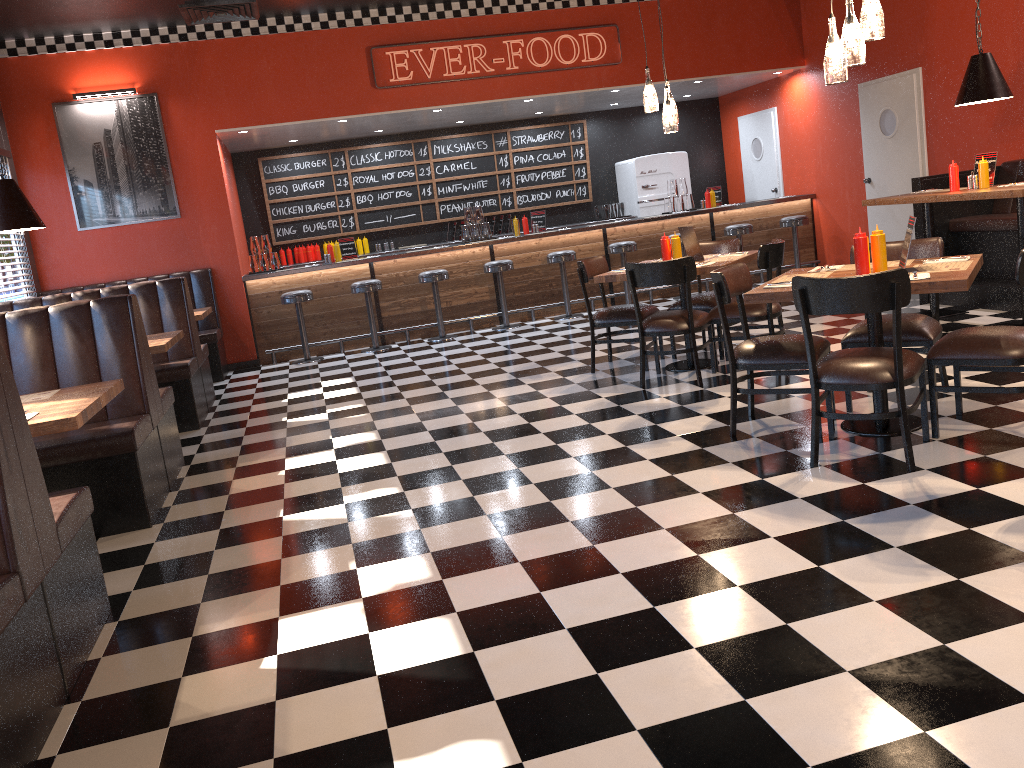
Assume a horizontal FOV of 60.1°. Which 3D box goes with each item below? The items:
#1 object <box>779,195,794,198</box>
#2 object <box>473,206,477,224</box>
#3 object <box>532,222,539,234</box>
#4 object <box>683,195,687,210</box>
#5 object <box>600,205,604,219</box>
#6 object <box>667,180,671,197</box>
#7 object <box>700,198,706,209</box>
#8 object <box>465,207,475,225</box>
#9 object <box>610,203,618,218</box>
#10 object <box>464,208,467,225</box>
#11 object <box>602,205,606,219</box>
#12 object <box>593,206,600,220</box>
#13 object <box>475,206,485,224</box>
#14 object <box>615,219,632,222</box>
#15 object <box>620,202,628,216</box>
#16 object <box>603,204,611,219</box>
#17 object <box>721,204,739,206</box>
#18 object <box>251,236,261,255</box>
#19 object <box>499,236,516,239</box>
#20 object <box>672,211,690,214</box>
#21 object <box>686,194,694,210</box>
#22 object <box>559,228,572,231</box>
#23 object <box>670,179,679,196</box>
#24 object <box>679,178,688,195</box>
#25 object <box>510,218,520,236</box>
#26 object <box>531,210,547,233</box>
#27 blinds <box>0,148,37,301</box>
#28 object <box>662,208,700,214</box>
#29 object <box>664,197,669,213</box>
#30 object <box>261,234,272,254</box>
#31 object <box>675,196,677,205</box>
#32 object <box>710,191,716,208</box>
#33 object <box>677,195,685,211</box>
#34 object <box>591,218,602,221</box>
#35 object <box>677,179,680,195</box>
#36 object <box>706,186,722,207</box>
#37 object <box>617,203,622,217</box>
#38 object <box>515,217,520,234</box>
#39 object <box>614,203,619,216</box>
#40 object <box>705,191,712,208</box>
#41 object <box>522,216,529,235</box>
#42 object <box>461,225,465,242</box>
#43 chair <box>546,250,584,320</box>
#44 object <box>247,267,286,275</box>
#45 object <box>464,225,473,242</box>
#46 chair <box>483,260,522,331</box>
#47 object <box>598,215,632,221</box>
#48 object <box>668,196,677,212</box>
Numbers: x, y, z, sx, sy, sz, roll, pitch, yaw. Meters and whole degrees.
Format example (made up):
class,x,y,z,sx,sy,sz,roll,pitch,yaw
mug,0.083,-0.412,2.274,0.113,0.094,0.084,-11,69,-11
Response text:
class,x,y,z,sx,sy,sz,roll,pitch,yaw
object,3.522,-2.402,11.347,0.157,0.019,0.257,-8,11,-2
object,-0.423,-2.052,10.749,0.105,0.207,0.106,-2,11,32
object,0.285,-1.895,10.741,0.093,0.135,0.047,-1,11,37
object,2.220,-2.325,11.368,0.105,0.207,0.106,-2,11,32
object,1.314,-2.460,12.697,0.105,0.207,0.106,-2,11,32
object,2.026,-2.496,11.291,0.105,0.207,0.106,-2,11,32
object,2.453,-2.310,11.330,0.094,0.135,0.047,-11,9,-17
object,-0.507,-2.016,10.628,0.105,0.207,0.106,-2,11,32
object,1.442,-2.430,12.455,0.105,0.207,0.106,-2,11,32
object,-0.533,-2.030,10.714,0.105,0.207,0.106,-2,11,32
object,1.323,-2.421,12.489,0.105,0.207,0.106,-2,11,32
object,1.228,-2.466,12.785,0.105,0.207,0.106,-2,11,32
object,-0.391,-2.035,10.642,0.105,0.207,0.106,-2,11,32
object,1.351,-1.999,10.825,0.157,0.019,0.256,-10,11,-12
object,1.577,-2.444,12.432,0.105,0.207,0.106,-2,11,32
object,1.337,-2.401,12.382,0.105,0.207,0.106,-2,11,32
object,2.741,-2.259,11.171,0.158,0.019,0.256,-11,12,-17
object,-2.918,-1.577,10.084,0.106,0.207,0.106,-13,10,-27
object,-0.066,-1.739,10.494,0.158,0.019,0.256,-11,12,-16
object,2.090,-2.135,10.996,0.158,0.019,0.256,-11,12,-16
object,2.258,-2.309,11.258,0.105,0.207,0.106,-2,11,32
object,0.636,-1.862,10.627,0.157,0.019,0.257,-7,11,3
object,2.052,-2.483,11.205,0.105,0.207,0.106,-2,11,32
object,2.168,-2.502,11.219,0.105,0.207,0.106,-2,11,32
object,0.041,-1.877,10.630,0.105,0.207,0.106,-2,11,32
object,0.323,-1.980,10.827,0.188,0.255,0.073,-4,10,22
blinds,-4.658,-1.345,7.943,0.099,1.624,1.879,-10,10,-12
object,2.153,-2.206,11.314,0.437,0.018,0.274,-10,11,-12
object,1.992,-2.286,11.329,0.105,0.207,0.106,-2,11,32
object,-2.802,-1.595,10.098,0.106,0.207,0.106,-13,10,-27
object,2.106,-2.304,11.342,0.105,0.207,0.106,-2,11,32
object,2.557,-2.369,11.288,0.068,0.236,0.068,-16,12,-43
object,2.139,-2.288,11.238,0.105,0.207,0.106,-2,11,32
object,1.373,-2.389,12.787,0.437,0.018,0.274,-10,11,-12
object,2.136,-2.518,11.326,0.105,0.207,0.106,-2,11,32
object,2.607,-2.411,11.417,0.188,0.255,0.073,-4,10,22
object,1.543,-2.461,12.542,0.105,0.207,0.106,-2,11,32
object,0.054,-1.925,10.788,0.068,0.236,0.068,-8,9,0
object,1.509,-2.498,12.754,0.105,0.207,0.106,-2,11,32
object,2.484,-2.348,11.233,0.068,0.236,0.068,-5,9,18
object,0.163,-1.939,10.779,0.068,0.236,0.068,-8,9,0
object,-0.567,-1.819,10.752,0.105,0.207,0.106,-2,11,32
chair,0.613,-1.155,10.273,0.348,0.769,0.351,-2,11,32
object,-2.817,-1.300,10.194,0.437,0.018,0.274,-10,11,-12
object,-0.528,-1.804,10.648,0.105,0.207,0.106,-2,11,32
chair,-0.110,-1.023,10.110,0.348,0.769,0.351,-3,10,27
object,1.452,-2.343,12.496,0.437,0.018,0.274,-10,11,-12
object,2.031,-2.271,11.225,0.105,0.207,0.106,-2,11,32
